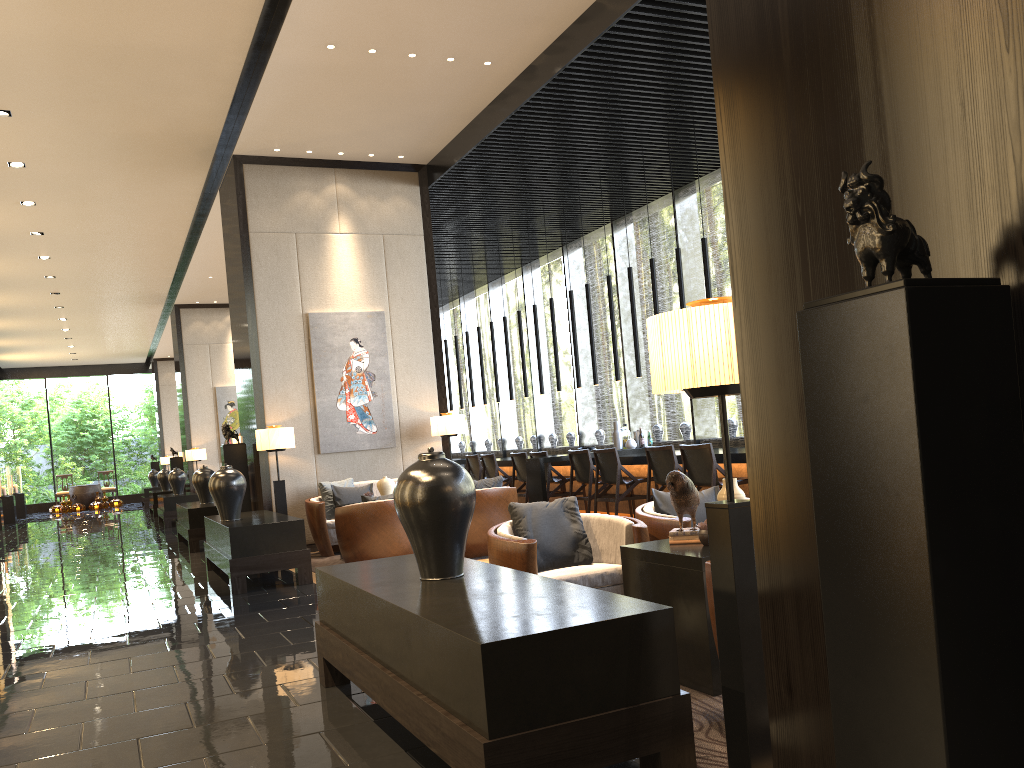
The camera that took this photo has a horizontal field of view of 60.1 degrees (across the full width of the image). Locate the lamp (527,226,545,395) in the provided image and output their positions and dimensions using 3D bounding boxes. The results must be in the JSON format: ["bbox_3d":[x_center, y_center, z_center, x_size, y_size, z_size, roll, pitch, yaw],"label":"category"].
[{"bbox_3d":[0.320,-1.053,12.381,0.060,2.420,0.060,-5,0,-30],"label":"lamp"}]

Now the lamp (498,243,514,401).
[{"bbox_3d":[-0.106,-0.959,13.315,0.060,2.420,0.060,-5,0,-30],"label":"lamp"}]

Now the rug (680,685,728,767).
[{"bbox_3d":[1.116,1.158,3.831,2.037,0.008,2.248,-3,-4,-25],"label":"rug"}]

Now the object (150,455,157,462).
[{"bbox_3d":[-10.496,2.164,25.926,0.176,0.246,0.116,-5,-1,-20],"label":"object"}]

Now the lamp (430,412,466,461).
[{"bbox_3d":[-0.654,0.992,9.708,0.375,1.350,0.375,-5,0,5],"label":"lamp"}]

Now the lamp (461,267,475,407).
[{"bbox_3d":[-0.747,-0.819,14.722,0.060,2.420,0.060,-5,0,-30],"label":"lamp"}]

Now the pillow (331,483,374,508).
[{"bbox_3d":[-1.630,1.190,9.099,0.471,0.361,0.220,-4,-1,-28],"label":"pillow"}]

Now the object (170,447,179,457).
[{"bbox_3d":[-6.780,1.363,17.769,0.161,0.217,0.102,-4,-1,-37],"label":"object"}]

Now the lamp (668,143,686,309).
[{"bbox_3d":[1.740,-1.364,9.264,0.060,2.420,0.060,-5,0,-30],"label":"lamp"}]

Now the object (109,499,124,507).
[{"bbox_3d":[-11.557,3.472,25.840,0.371,0.229,0.369,-7,-3,38],"label":"object"}]

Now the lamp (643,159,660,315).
[{"bbox_3d":[1.539,-1.320,9.705,0.060,2.420,0.060,-5,0,-30],"label":"lamp"}]

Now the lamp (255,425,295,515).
[{"bbox_3d":[-2.341,1.094,8.933,0.375,1.347,0.374,-5,0,26],"label":"lamp"}]

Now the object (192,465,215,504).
[{"bbox_3d":[-3.940,1.286,11.371,0.311,0.492,0.312,-4,-1,-43],"label":"object"}]

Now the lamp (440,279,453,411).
[{"bbox_3d":[-1.170,-0.726,15.650,0.060,2.420,0.060,-5,0,-30],"label":"lamp"}]

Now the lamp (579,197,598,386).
[{"bbox_3d":[0.941,-1.189,11.018,0.060,2.420,0.060,-5,0,-30],"label":"lamp"}]

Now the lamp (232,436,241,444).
[{"bbox_3d":[-3.089,1.273,10.577,0.375,1.319,0.374,-5,0,19],"label":"lamp"}]

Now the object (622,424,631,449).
[{"bbox_3d":[1.399,0.639,10.833,0.129,0.305,0.129,-5,-1,-39],"label":"object"}]

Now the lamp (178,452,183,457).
[{"bbox_3d":[-6.790,2.068,18.695,0.374,1.350,0.375,-5,0,-6],"label":"lamp"}]

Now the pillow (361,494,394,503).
[{"bbox_3d":[-1.041,1.049,7.412,0.441,0.338,0.205,-4,-1,-18],"label":"pillow"}]

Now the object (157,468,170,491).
[{"bbox_3d":[-7.617,2.093,19.441,0.311,0.492,0.312,-5,-1,-6],"label":"object"}]

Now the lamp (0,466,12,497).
[{"bbox_3d":[-12.322,2.353,21.443,0.336,0.729,0.337,-5,-1,-23],"label":"lamp"}]

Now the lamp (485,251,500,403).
[{"bbox_3d":[-0.316,-0.913,13.777,0.060,2.420,0.060,-5,0,-30],"label":"lamp"}]

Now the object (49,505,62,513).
[{"bbox_3d":[-12.961,3.558,25.216,0.369,0.229,0.370,-5,-3,-7],"label":"object"}]

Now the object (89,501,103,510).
[{"bbox_3d":[-11.801,3.450,25.114,0.369,0.229,0.371,-4,-3,-22],"label":"object"}]

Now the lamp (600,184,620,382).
[{"bbox_3d":[1.157,-1.236,10.543,0.060,2.420,0.060,-5,0,-30],"label":"lamp"}]

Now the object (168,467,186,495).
[{"bbox_3d":[-6.021,1.742,15.937,0.311,0.492,0.312,-5,-1,-6],"label":"object"}]

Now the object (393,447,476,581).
[{"bbox_3d":[-0.287,0.485,3.355,0.311,0.492,0.312,-4,-1,-36],"label":"object"}]

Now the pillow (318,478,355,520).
[{"bbox_3d":[-1.788,1.189,9.198,0.201,0.399,0.432,-6,-2,44],"label":"pillow"}]

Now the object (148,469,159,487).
[{"bbox_3d":[-9.765,2.563,24.152,0.311,0.492,0.312,-5,-1,-6],"label":"object"}]

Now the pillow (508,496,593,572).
[{"bbox_3d":[0.191,0.764,4.513,0.398,0.362,0.223,-4,-1,-24],"label":"pillow"}]

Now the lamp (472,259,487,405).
[{"bbox_3d":[-0.534,-0.866,14.254,0.060,2.420,0.060,-5,0,-30],"label":"lamp"}]

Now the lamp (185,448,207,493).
[{"bbox_3d":[-6.040,1.904,17.050,0.374,1.350,0.375,-5,0,-6],"label":"lamp"}]

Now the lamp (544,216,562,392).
[{"bbox_3d":[0.534,-1.100,11.912,0.060,2.420,0.060,-5,0,-30],"label":"lamp"}]

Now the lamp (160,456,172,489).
[{"bbox_3d":[-9.767,2.721,25.229,0.375,1.350,0.375,-5,0,5],"label":"lamp"}]

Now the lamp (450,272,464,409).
[{"bbox_3d":[-0.959,-0.772,15.188,0.060,2.420,0.060,-5,0,-30],"label":"lamp"}]

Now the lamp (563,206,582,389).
[{"bbox_3d":[0.762,-1.150,11.411,0.060,2.420,0.060,-5,0,-30],"label":"lamp"}]

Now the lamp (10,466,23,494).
[{"bbox_3d":[-13.539,2.620,24.113,0.336,0.729,0.337,-5,-1,-37],"label":"lamp"}]

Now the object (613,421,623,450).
[{"bbox_3d":[1.280,0.624,10.731,0.113,0.344,0.113,-5,0,-29],"label":"object"}]

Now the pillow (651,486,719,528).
[{"bbox_3d":[0.968,0.721,4.872,0.441,0.338,0.205,-4,-1,-18],"label":"pillow"}]

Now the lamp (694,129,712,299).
[{"bbox_3d":[1.925,-1.405,8.859,0.060,2.420,0.060,-5,0,-30],"label":"lamp"}]

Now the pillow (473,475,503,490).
[{"bbox_3d":[-0.264,0.999,7.771,0.398,0.362,0.223,-4,-1,-24],"label":"pillow"}]

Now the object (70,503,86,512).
[{"bbox_3d":[-12.217,3.475,24.918,0.369,0.229,0.370,-5,-2,-2],"label":"object"}]

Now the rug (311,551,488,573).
[{"bbox_3d":[-1.016,1.625,8.509,1.954,0.008,2.248,-3,-4,-25],"label":"rug"}]

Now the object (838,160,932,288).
[{"bbox_3d":[0.634,-0.262,1.521,0.161,0.217,0.102,-4,-1,-37],"label":"object"}]

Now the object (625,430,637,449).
[{"bbox_3d":[1.427,0.670,10.660,0.135,0.217,0.136,-4,-1,-38],"label":"object"}]

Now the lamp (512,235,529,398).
[{"bbox_3d":[0.107,-1.006,12.849,0.060,2.420,0.060,-5,0,-30],"label":"lamp"}]

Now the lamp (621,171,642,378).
[{"bbox_3d":[1.350,-1.279,10.120,0.060,2.420,0.060,-5,0,-30],"label":"lamp"}]

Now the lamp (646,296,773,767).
[{"bbox_3d":[0.615,0.444,2.446,0.375,1.350,0.374,-5,0,23],"label":"lamp"}]
